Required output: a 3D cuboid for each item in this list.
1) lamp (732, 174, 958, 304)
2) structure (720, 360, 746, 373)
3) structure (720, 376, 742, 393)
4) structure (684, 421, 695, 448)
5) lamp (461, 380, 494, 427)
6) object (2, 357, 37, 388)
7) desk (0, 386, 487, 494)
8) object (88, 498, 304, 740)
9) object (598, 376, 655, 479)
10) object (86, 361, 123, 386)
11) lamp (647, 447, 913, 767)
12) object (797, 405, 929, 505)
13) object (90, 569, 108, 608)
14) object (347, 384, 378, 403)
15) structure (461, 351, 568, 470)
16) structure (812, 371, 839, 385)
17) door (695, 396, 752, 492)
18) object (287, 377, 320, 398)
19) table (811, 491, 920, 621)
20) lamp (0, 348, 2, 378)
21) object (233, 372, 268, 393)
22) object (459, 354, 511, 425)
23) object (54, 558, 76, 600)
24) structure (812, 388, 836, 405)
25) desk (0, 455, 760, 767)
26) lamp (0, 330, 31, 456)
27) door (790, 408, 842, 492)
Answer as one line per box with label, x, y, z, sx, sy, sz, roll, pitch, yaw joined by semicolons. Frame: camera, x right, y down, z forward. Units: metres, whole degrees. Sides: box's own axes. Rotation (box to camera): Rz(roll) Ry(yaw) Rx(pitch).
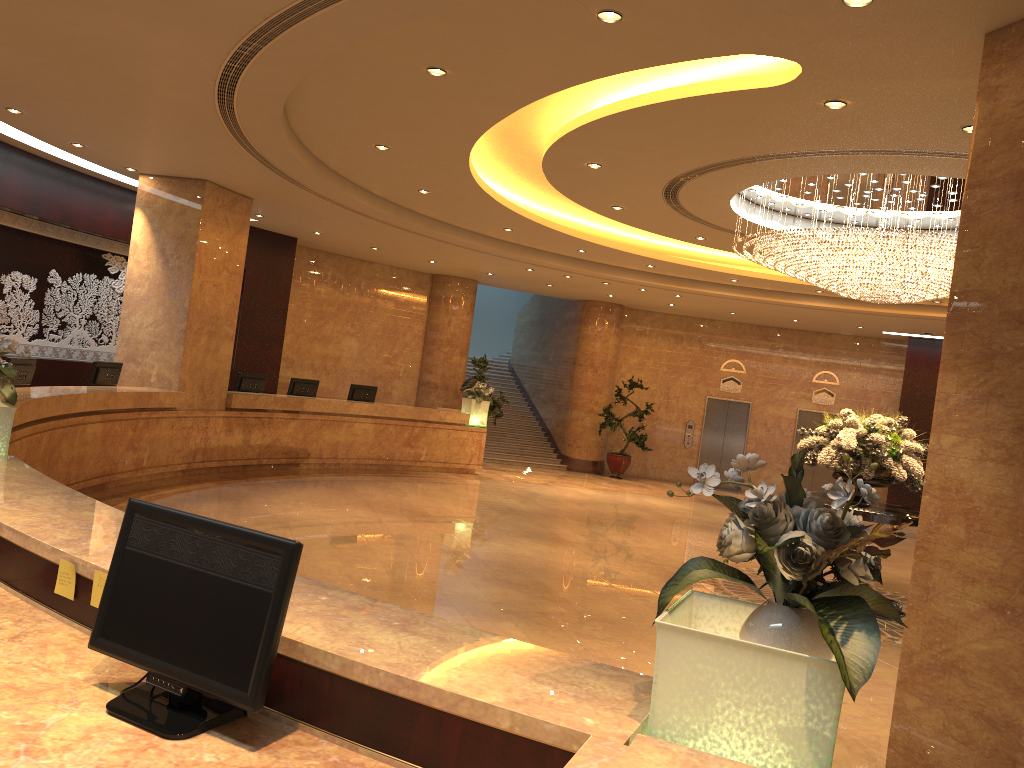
lamp;4.022;-1.463;9.509;3.204;1.196;3.206;8;0;19
structure;5.284;-0.435;21.130;0.600;0.293;0.010;8;0;7
structure;5.225;0.008;21.133;0.504;0.405;0.012;8;0;7
structure;4.235;1.206;21.191;0.200;0.661;0.053;8;0;4
lamp;-0.650;0.360;17.184;0.606;0.897;0.532;8;0;-39
object;-5.098;-0.030;9.110;0.430;0.500;0.531;8;0;33
desk;-3.771;0.765;12.143;3.466;1.155;12.951;8;0;17
object;-0.817;0.588;2.240;0.430;0.500;0.531;8;0;-26
object;2.569;0.982;20.150;1.250;2.363;0.843;8;0;4
object;-5.080;-0.034;11.031;0.430;0.500;0.531;8;0;44
lamp;0.619;0.599;2.108;0.573;0.923;0.598;8;0;30
object;3.718;0.763;9.436;1.318;0.999;1.277;8;0;13
object;-1.240;0.626;2.676;0.111;0.112;0.010;8;0;34
object;-2.716;0.267;16.023;0.531;0.500;0.430;8;0;-10
structure;-0.633;-1.077;23.330;9.849;5.560;7.472;8;0;-18
structure;7.330;-0.158;20.672;0.600;0.293;0.010;8;0;18
door;5.037;1.421;21.180;1.070;2.145;0.150;8;0;7
object;-3.545;0.159;15.003;0.531;0.500;0.430;8;0;-15
table;3.601;1.799;9.468;1.493;1.089;1.493;8;0;-24
lamp;-3.937;-0.030;6.304;0.542;0.925;0.577;8;0;-16
object;-4.145;0.081;14.018;0.531;0.500;0.430;8;0;-21
object;-0.706;0.545;18.628;0.843;2.363;1.250;8;0;-37
object;-1.407;0.615;2.794;0.112;0.112;0.010;8;0;37
structure;7.272;0.285;20.675;0.504;0.405;0.012;8;0;18
desk;-1.548;1.098;2.914;5.227;1.155;1.570;8;0;36
lamp;-2.862;0.120;4.567;0.580;0.923;0.570;8;0;-21
door;7.094;1.703;20.729;1.070;2.149;0.150;8;0;18
